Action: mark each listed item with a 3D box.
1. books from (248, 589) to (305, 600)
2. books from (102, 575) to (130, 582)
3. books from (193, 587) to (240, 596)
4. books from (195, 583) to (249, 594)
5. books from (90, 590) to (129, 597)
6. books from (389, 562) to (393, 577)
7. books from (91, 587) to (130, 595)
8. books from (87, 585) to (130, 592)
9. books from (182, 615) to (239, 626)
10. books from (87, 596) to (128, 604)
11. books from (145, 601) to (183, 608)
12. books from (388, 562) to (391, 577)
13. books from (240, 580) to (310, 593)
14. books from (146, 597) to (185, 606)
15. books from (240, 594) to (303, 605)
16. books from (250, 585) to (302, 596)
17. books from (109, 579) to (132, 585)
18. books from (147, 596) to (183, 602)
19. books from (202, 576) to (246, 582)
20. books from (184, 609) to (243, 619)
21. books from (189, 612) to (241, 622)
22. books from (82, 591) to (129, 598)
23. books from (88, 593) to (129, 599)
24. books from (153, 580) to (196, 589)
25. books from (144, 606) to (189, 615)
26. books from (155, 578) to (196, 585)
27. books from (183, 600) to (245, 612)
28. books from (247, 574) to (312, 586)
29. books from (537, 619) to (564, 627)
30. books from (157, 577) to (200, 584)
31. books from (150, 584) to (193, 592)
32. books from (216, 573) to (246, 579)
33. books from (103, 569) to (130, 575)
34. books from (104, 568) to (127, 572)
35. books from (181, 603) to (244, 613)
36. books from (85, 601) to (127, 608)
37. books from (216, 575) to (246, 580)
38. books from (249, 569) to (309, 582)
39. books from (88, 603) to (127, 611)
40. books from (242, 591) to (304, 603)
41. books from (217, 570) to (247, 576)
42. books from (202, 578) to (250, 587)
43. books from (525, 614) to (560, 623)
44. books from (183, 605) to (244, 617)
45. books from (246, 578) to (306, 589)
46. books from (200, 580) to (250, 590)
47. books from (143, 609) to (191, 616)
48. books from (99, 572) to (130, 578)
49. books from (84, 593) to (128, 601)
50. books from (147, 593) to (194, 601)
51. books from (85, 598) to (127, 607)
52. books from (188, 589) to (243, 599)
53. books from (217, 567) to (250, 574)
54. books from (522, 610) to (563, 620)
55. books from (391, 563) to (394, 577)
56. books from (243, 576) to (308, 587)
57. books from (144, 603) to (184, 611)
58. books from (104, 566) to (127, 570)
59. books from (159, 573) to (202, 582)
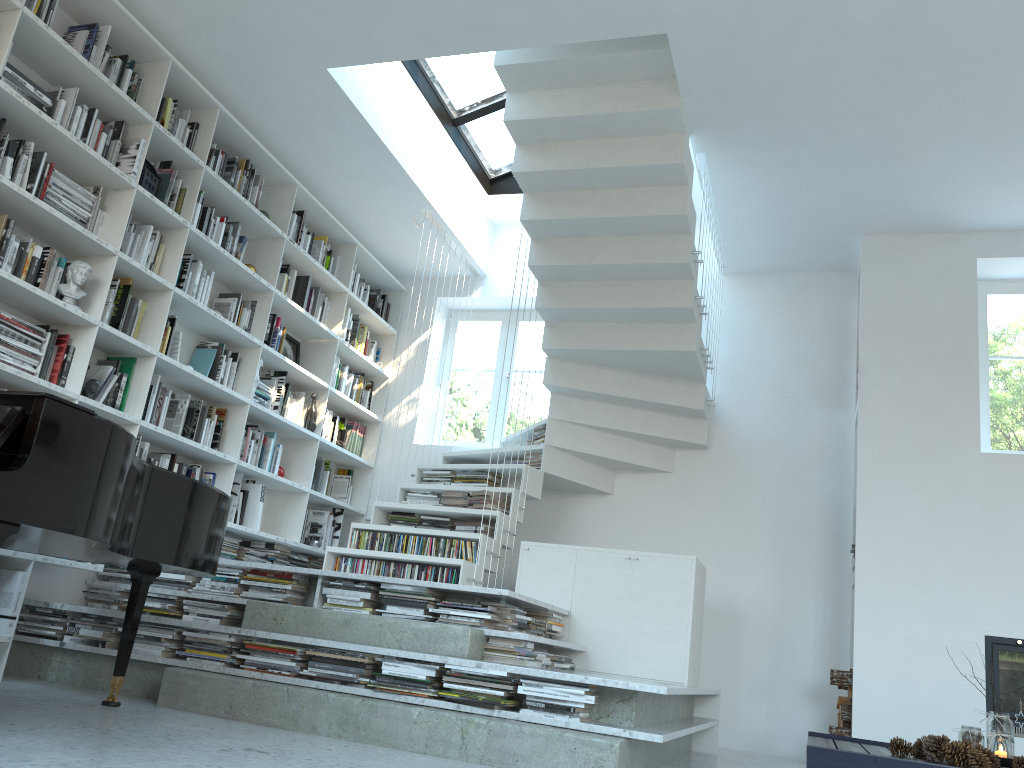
[{"bbox_3d":[-1.164,1.041,4.390,0.237,0.017,0.138,2,-18,18],"label":"books"},{"bbox_3d":[-2.005,1.033,4.662,0.232,0.017,0.163,1,-18,21],"label":"books"},{"bbox_3d":[-1.447,1.049,4.452,0.235,0.012,0.190,2,-18,17],"label":"books"},{"bbox_3d":[-1.443,1.035,4.465,0.242,0.023,0.164,0,-18,23],"label":"books"},{"bbox_3d":[-2.059,1.094,4.617,0.210,0.009,0.160,0,-18,23],"label":"books"},{"bbox_3d":[-0.655,1.069,4.960,0.007,0.125,0.125,2,-17,19],"label":"books"},{"bbox_3d":[-2.057,1.084,4.622,0.208,0.015,0.153,0,-18,24],"label":"books"},{"bbox_3d":[-2.057,1.071,4.619,0.240,0.009,0.174,1,-18,21],"label":"books"},{"bbox_3d":[-1.486,1.171,4.379,0.202,0.028,0.189,3,-17,14],"label":"books"},{"bbox_3d":[-2.063,1.128,4.609,0.215,0.012,0.170,2,-18,19],"label":"books"},{"bbox_3d":[-1.766,1.122,4.514,0.228,0.009,0.159,1,-18,20],"label":"books"},{"bbox_3d":[-0.662,1.069,4.963,0.007,0.125,0.125,2,-17,19],"label":"books"},{"bbox_3d":[-1.166,1.002,4.381,0.293,0.017,0.179,1,-18,20],"label":"books"},{"bbox_3d":[-1.762,1.111,4.523,0.200,0.018,0.137,3,-17,15],"label":"books"},{"bbox_3d":[-1.177,1.058,4.356,0.253,0.011,0.183,0,-18,23],"label":"books"},{"bbox_3d":[-1.166,1.021,4.384,0.203,0.018,0.160,2,-18,17],"label":"books"},{"bbox_3d":[-2.002,1.052,4.670,0.181,0.014,0.134,3,-18,16],"label":"books"},{"bbox_3d":[-1.762,1.097,4.522,0.249,0.009,0.144,0,-18,23],"label":"books"},{"bbox_3d":[-1.433,0.992,4.490,0.220,0.013,0.145,1,-18,22],"label":"books"},{"bbox_3d":[-1.475,1.145,4.406,0.254,0.012,0.161,1,-18,20],"label":"books"},{"bbox_3d":[-1.475,1.159,4.408,0.214,0.014,0.138,0,-18,23],"label":"books"},{"bbox_3d":[-2.062,1.099,4.608,0.262,0.006,0.185,1,-18,20],"label":"books"},{"bbox_3d":[-2.060,1.108,4.615,0.242,0.005,0.153,0,-18,23],"label":"books"},{"bbox_3d":[-1.725,1.041,4.581,0.240,0.021,0.132,1,-18,21],"label":"books"},{"bbox_3d":[-1.769,1.149,4.505,0.268,0.014,0.160,2,-18,18],"label":"books"},{"bbox_3d":[-1.727,1.023,4.574,0.259,0.009,0.153,3,-18,16],"label":"books"},{"bbox_3d":[-1.475,1.102,4.405,0.250,0.017,0.181,3,-18,16],"label":"books"},{"bbox_3d":[-1.155,0.975,4.411,0.296,0.013,0.129,2,-18,17],"label":"books"},{"bbox_3d":[0.152,1.273,4.745,0.179,0.012,0.262,0,-18,23],"label":"books"},{"bbox_3d":[-1.727,1.014,4.573,0.294,0.008,0.163,2,-18,17],"label":"books"},{"bbox_3d":[-1.733,1.053,4.559,0.233,0.016,0.174,2,-18,18],"label":"books"},{"bbox_3d":[-1.431,0.973,4.493,0.179,0.010,0.160,2,-18,19],"label":"books"},{"bbox_3d":[-2.002,1.002,4.667,0.261,0.012,0.180,2,-18,19],"label":"books"},{"bbox_3d":[-1.999,0.994,4.675,0.287,0.009,0.157,2,-18,17],"label":"books"},{"bbox_3d":[-1.475,1.116,4.406,0.276,0.009,0.179,1,-18,20],"label":"books"},{"bbox_3d":[-2.065,1.149,4.604,0.257,0.005,0.145,0,-18,24],"label":"books"},{"bbox_3d":[-1.434,0.980,4.486,0.234,0.008,0.168,2,-18,18],"label":"books"},{"bbox_3d":[-1.156,0.951,4.407,0.261,0.028,0.139,0,-18,24],"label":"books"},{"bbox_3d":[-2.067,1.161,4.601,0.187,0.019,0.164,2,-18,18],"label":"books"},{"bbox_3d":[-1.173,1.049,4.366,0.247,0.014,0.178,2,-18,17],"label":"books"},{"bbox_3d":[-1.429,0.962,4.497,0.220,0.013,0.149,1,-18,22],"label":"books"},{"bbox_3d":[-1.433,1.005,4.489,0.215,0.013,0.150,2,-18,19],"label":"books"},{"bbox_3d":[0.147,1.256,4.752,0.167,0.024,0.193,0,-18,24],"label":"books"},{"bbox_3d":[-1.475,1.129,4.406,0.263,0.017,0.157,3,-17,15],"label":"books"},{"bbox_3d":[-1.164,0.989,4.387,0.254,0.012,0.161,0,-18,23],"label":"books"},{"bbox_3d":[-1.437,1.019,4.481,0.221,0.018,0.154,2,-18,18],"label":"books"},{"bbox_3d":[-1.776,1.154,4.486,0.261,0.009,0.187,1,-18,22],"label":"books"},{"bbox_3d":[-2.005,1.014,4.658,0.265,0.017,0.175,1,-18,22],"label":"books"},{"bbox_3d":[-2.060,1.117,4.615,0.278,0.012,0.159,2,-18,18],"label":"books"},{"bbox_3d":[-1.760,1.087,4.527,0.228,0.014,0.150,2,-18,17],"label":"books"},{"bbox_3d":[-2.061,1.143,4.615,0.292,0.014,0.148,2,-18,19],"label":"books"},{"bbox_3d":[-1.448,1.061,4.453,0.296,0.012,0.184,2,-18,18],"label":"books"},{"bbox_3d":[-1.431,0.945,4.489,0.243,0.015,0.165,3,-17,14],"label":"books"},{"bbox_3d":[0.160,1.239,4.754,0.181,0.013,0.286,3,-17,14],"label":"books"},{"bbox_3d":[-0.647,1.069,4.958,0.010,0.125,0.125,2,-17,19],"label":"books"},{"bbox_3d":[-1.164,0.977,4.384,0.261,0.009,0.187,2,-18,18],"label":"books"},{"bbox_3d":[-1.771,1.130,4.498,0.182,0.016,0.180,3,-18,16],"label":"books"},{"bbox_3d":[-1.995,0.989,4.685,0.297,0.008,0.145,2,-18,18],"label":"books"},{"bbox_3d":[-1.729,0.991,4.565,0.237,0.029,0.189,3,-18,16],"label":"books"}]
